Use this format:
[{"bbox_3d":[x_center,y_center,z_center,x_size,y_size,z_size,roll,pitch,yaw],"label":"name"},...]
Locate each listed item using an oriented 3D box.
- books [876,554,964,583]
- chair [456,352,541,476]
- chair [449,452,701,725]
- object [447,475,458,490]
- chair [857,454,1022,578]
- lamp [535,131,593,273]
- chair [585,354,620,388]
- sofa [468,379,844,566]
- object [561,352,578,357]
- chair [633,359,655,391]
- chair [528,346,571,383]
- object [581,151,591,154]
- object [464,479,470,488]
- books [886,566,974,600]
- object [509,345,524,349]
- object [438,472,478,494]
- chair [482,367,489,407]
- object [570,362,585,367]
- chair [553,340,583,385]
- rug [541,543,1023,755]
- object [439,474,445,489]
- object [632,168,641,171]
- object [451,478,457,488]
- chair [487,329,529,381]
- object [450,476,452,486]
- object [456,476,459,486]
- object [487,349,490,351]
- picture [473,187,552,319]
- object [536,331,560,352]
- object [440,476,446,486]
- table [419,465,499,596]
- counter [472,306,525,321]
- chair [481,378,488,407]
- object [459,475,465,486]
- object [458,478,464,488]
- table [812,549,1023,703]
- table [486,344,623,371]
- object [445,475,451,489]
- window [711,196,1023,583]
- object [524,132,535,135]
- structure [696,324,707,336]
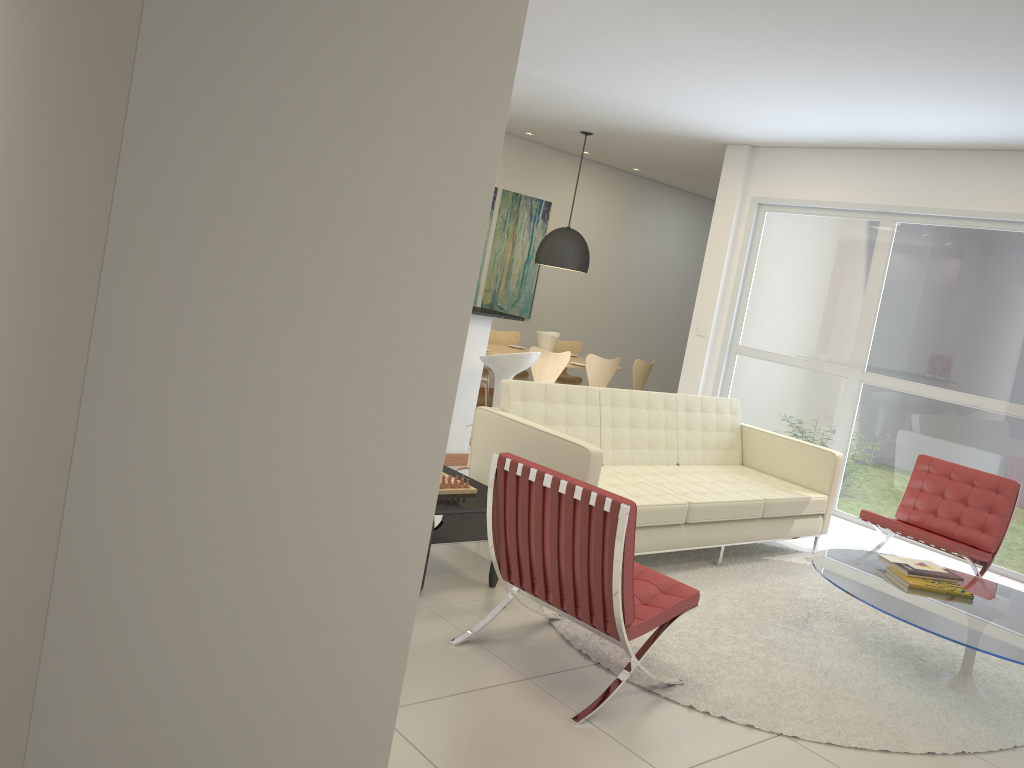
[{"bbox_3d":[2.086,0.944,4.530,0.323,0.026,0.257,9,7,-12],"label":"books"},{"bbox_3d":[-0.105,0.217,6.599,0.467,1.017,0.456,14,5,34],"label":"chair"},{"bbox_3d":[0.304,0.760,3.630,0.705,0.814,0.704,15,7,43],"label":"chair"},{"bbox_3d":[-0.423,0.483,4.481,0.345,0.001,0.352,5,9,-41],"label":"object"},{"bbox_3d":[2.855,0.950,5.979,0.704,0.814,0.706,7,6,-36],"label":"chair"},{"bbox_3d":[0.673,-1.996,9.647,0.592,1.488,0.599,7,5,-39],"label":"lamp"},{"bbox_3d":[0.761,0.107,9.307,0.519,0.903,0.520,7,6,-41],"label":"chair"},{"bbox_3d":[1.008,0.576,5.712,2.556,0.919,1.009,5,8,-41],"label":"sofa"},{"bbox_3d":[0.683,-0.345,10.501,0.211,0.015,0.210,14,8,26],"label":"object"},{"bbox_3d":[1.231,0.131,9.835,0.519,0.903,0.520,13,5,32],"label":"chair"},{"bbox_3d":[0.207,0.059,8.856,0.519,0.903,0.520,8,5,-34],"label":"chair"},{"bbox_3d":[0.916,-2.869,10.971,0.129,0.010,0.130,11,7,3],"label":"object"},{"bbox_3d":[-0.225,0.501,4.466,0.030,0.044,0.030,8,6,-34],"label":"object"},{"bbox_3d":[2.065,0.985,4.388,0.323,0.026,0.257,10,7,-2],"label":"books"},{"bbox_3d":[0.056,-0.425,10.185,0.209,0.015,0.212,8,8,-24],"label":"object"},{"bbox_3d":[-0.425,0.493,4.481,0.359,0.021,0.363,5,9,-41],"label":"object"},{"bbox_3d":[-0.515,-0.169,9.607,0.518,0.903,0.521,13,5,28],"label":"chair"},{"bbox_3d":[0.713,-0.205,9.407,0.210,0.015,0.211,11,7,5],"label":"object"},{"bbox_3d":[0.584,-0.077,10.535,0.520,0.903,0.519,9,5,-17],"label":"chair"},{"bbox_3d":[1.603,1.272,4.795,3.316,0.004,2.463,5,9,-40],"label":"rug"},{"bbox_3d":[-0.342,0.479,4.360,0.030,0.069,0.030,8,5,-34],"label":"object"},{"bbox_3d":[1.631,-2.812,11.601,0.129,0.010,0.130,11,7,3],"label":"object"},{"bbox_3d":[-0.284,0.490,4.413,0.030,0.054,0.030,8,5,-34],"label":"object"},{"bbox_3d":[-0.079,-0.149,10.111,0.519,0.903,0.520,7,6,-37],"label":"chair"},{"bbox_3d":[-0.310,0.485,4.444,0.030,0.049,0.030,8,5,-34],"label":"object"},{"bbox_3d":[-0.280,0.487,4.470,0.030,0.049,0.030,8,5,-34],"label":"object"},{"bbox_3d":[-0.329,-0.354,9.024,0.209,0.015,0.212,8,7,-19],"label":"object"},{"bbox_3d":[-0.284,-1.618,10.688,1.733,1.501,0.020,6,6,-41],"label":"picture"},{"bbox_3d":[0.379,-0.443,9.740,0.271,0.279,0.262,10,5,-6],"label":"object"},{"bbox_3d":[-0.340,0.482,4.417,0.030,0.049,0.030,8,5,-34],"label":"object"},{"bbox_3d":[-0.484,0.702,4.525,0.698,0.420,0.924,5,8,-41],"label":"table"},{"bbox_3d":[-1.112,-0.654,6.357,2.955,0.019,0.741,5,9,-41],"label":"counter"},{"bbox_3d":[-0.514,-0.069,8.794,0.524,0.903,0.515,14,5,32],"label":"chair"},{"bbox_3d":[-0.250,0.489,4.496,0.030,0.049,0.030,8,5,-34],"label":"object"},{"bbox_3d":[-0.254,0.494,4.440,0.030,0.052,0.030,8,5,-34],"label":"object"},{"bbox_3d":[2.143,1.245,4.175,1.316,0.402,1.550,5,9,-42],"label":"table"},{"bbox_3d":[0.268,0.045,9.776,2.254,0.726,1.290,5,8,-41],"label":"table"},{"bbox_3d":[-0.313,0.484,4.387,0.030,0.064,0.030,8,5,-34],"label":"object"},{"bbox_3d":[3.209,-0.124,7.405,0.121,2.703,3.460,7,6,-41],"label":"window"},{"bbox_3d":[0.202,-2.926,10.342,0.129,0.010,0.130,11,7,3],"label":"object"},{"bbox_3d":[1.870,-0.531,8.735,0.013,0.104,0.115,7,6,-41],"label":"structure"}]
